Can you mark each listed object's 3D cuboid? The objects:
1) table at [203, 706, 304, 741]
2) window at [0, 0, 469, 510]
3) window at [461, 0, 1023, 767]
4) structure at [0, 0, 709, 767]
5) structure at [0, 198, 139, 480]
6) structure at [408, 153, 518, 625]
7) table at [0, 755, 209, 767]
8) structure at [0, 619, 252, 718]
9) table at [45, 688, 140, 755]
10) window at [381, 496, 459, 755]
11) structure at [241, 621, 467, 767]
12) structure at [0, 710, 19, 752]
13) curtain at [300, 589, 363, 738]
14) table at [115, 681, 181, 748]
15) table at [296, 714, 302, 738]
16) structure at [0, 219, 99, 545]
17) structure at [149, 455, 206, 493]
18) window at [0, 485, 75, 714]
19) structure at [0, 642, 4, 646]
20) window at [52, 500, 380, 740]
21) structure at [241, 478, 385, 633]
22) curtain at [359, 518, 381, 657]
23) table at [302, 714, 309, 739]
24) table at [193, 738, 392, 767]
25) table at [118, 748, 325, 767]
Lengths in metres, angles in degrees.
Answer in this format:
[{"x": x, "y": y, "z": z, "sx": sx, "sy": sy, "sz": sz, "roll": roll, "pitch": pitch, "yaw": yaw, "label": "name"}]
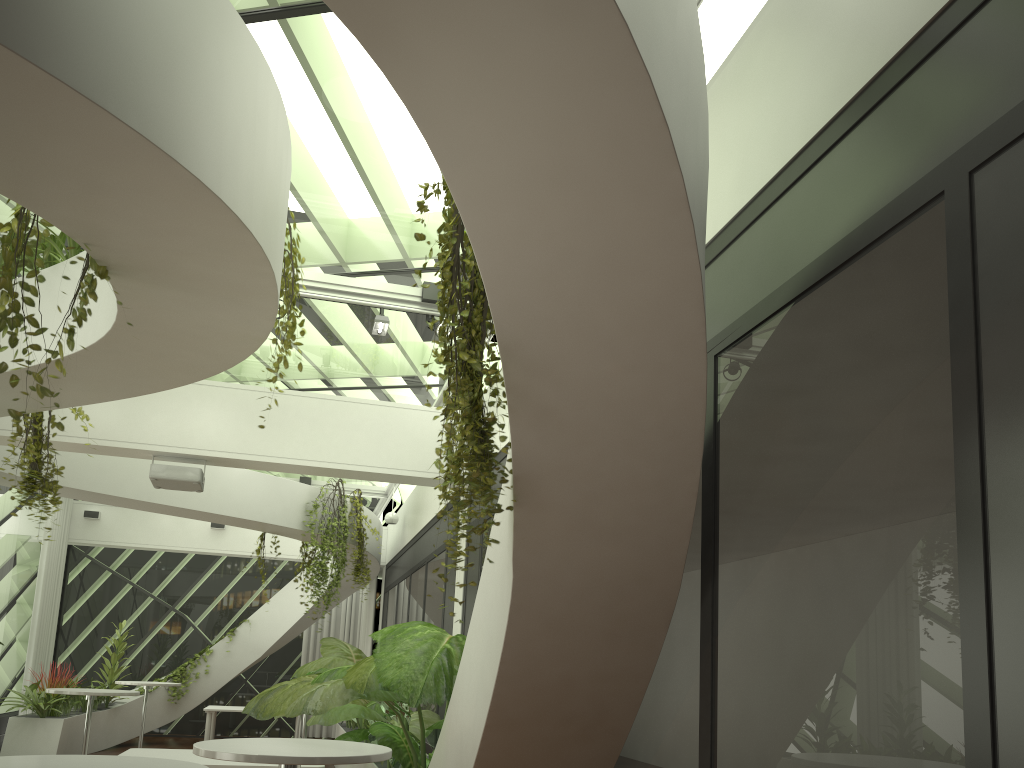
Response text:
[{"x": -4.025, "y": 5.443, "z": 13.673, "sx": 1.506, "sy": 0.697, "sz": 1.102, "roll": 7, "pitch": -16, "yaw": -13, "label": "table"}, {"x": -3.393, "y": -0.336, "z": 9.103, "sx": 5.708, "sy": 0.053, "sz": 17.270, "roll": 7, "pitch": -19, "yaw": -12, "label": "window"}, {"x": 0.409, "y": 1.422, "z": 4.744, "sx": 0.050, "sy": 3.139, "sz": 7.326, "roll": 5, "pitch": -17, "yaw": -13, "label": "window"}, {"x": -2.465, "y": 1.044, "z": 4.125, "sx": 5.927, "sy": 4.090, "sz": 25.212, "roll": 5, "pitch": -18, "yaw": -7, "label": "structure"}, {"x": -2.298, "y": -0.699, "z": 2.055, "sx": 1.242, "sy": 1.802, "sz": 3.285, "roll": -8, "pitch": -19, "yaw": 40, "label": "structure"}, {"x": -0.047, "y": -0.216, "z": 3.080, "sx": 0.615, "sy": 2.055, "sz": 1.098, "roll": 3, "pitch": -12, "yaw": -1, "label": "structure"}, {"x": -1.434, "y": 1.751, "z": 2.701, "sx": 0.865, "sy": 1.064, "sz": 0.876, "roll": 10, "pitch": -15, "yaw": -28, "label": "table"}, {"x": -6.186, "y": 4.237, "z": 13.359, "sx": 2.035, "sy": 1.619, "sz": 4.938, "roll": -2, "pitch": -18, "yaw": 17, "label": "structure"}, {"x": -4.214, "y": 3.594, "z": 8.677, "sx": 0.857, "sy": 1.064, "sz": 0.884, "roll": -2, "pitch": -14, "yaw": 21, "label": "table"}, {"x": -1.431, "y": 3.715, "z": 11.954, "sx": 0.050, "sy": 3.139, "sz": 7.418, "roll": 5, "pitch": -17, "yaw": -13, "label": "window"}, {"x": -1.744, "y": 3.328, "z": 8.747, "sx": 1.789, "sy": 1.662, "sz": 9.192, "roll": 6, "pitch": -18, "yaw": -13, "label": "structure"}, {"x": -6.354, "y": 3.710, "z": 8.425, "sx": 0.260, "sy": 0.488, "sz": 15.633, "roll": 5, "pitch": -18, "yaw": -13, "label": "structure"}, {"x": -3.402, "y": 4.761, "z": 16.953, "sx": 1.235, "sy": 3.972, "sz": 0.164, "roll": 6, "pitch": -10, "yaw": -15, "label": "curtain"}, {"x": -5.090, "y": 4.686, "z": 12.110, "sx": 0.857, "sy": 1.064, "sz": 0.884, "roll": -2, "pitch": -14, "yaw": 21, "label": "table"}, {"x": -3.049, "y": 4.945, "z": 12.604, "sx": 0.857, "sy": 1.064, "sz": 0.884, "roll": -2, "pitch": -14, "yaw": 21, "label": "table"}, {"x": -3.586, "y": 0.260, "z": 5.906, "sx": 4.679, "sy": 2.247, "sz": 1.479, "roll": -11, "pitch": -18, "yaw": 39, "label": "structure"}, {"x": -3.036, "y": 0.813, "z": 7.962, "sx": 0.464, "sy": 0.268, "sz": 0.400, "roll": 7, "pitch": -16, "yaw": -13, "label": "structure"}, {"x": -6.241, "y": 1.511, "z": 8.057, "sx": 0.084, "sy": 4.492, "sz": 17.303, "roll": 5, "pitch": -18, "yaw": -13, "label": "window"}, {"x": -4.829, "y": 2.228, "z": 6.775, "sx": 0.857, "sy": 1.548, "sz": 3.435, "roll": 6, "pitch": -17, "yaw": -13, "label": "structure"}, {"x": -5.511, "y": 4.405, "z": 16.708, "sx": 5.760, "sy": 4.512, "sz": 0.039, "roll": 6, "pitch": -10, "yaw": -14, "label": "window"}, {"x": -2.659, "y": 2.277, "z": 11.666, "sx": 1.451, "sy": 2.012, "sz": 1.673, "roll": -8, "pitch": -17, "yaw": 40, "label": "structure"}, {"x": -2.699, "y": 4.581, "z": 16.307, "sx": 0.160, "sy": 3.972, "sz": 1.025, "roll": 5, "pitch": -10, "yaw": -14, "label": "curtain"}, {"x": -2.173, "y": 3.853, "z": 9.171, "sx": 0.857, "sy": 1.064, "sz": 0.884, "roll": -2, "pitch": -14, "yaw": 21, "label": "table"}, {"x": -0.990, "y": 2.136, "z": 3.803, "sx": 0.865, "sy": 1.064, "sz": 0.876, "roll": 10, "pitch": -15, "yaw": -28, "label": "table"}, {"x": -2.240, "y": 3.219, "z": 6.681, "sx": 1.506, "sy": 0.697, "sz": 1.102, "roll": 7, "pitch": -16, "yaw": -13, "label": "table"}]
